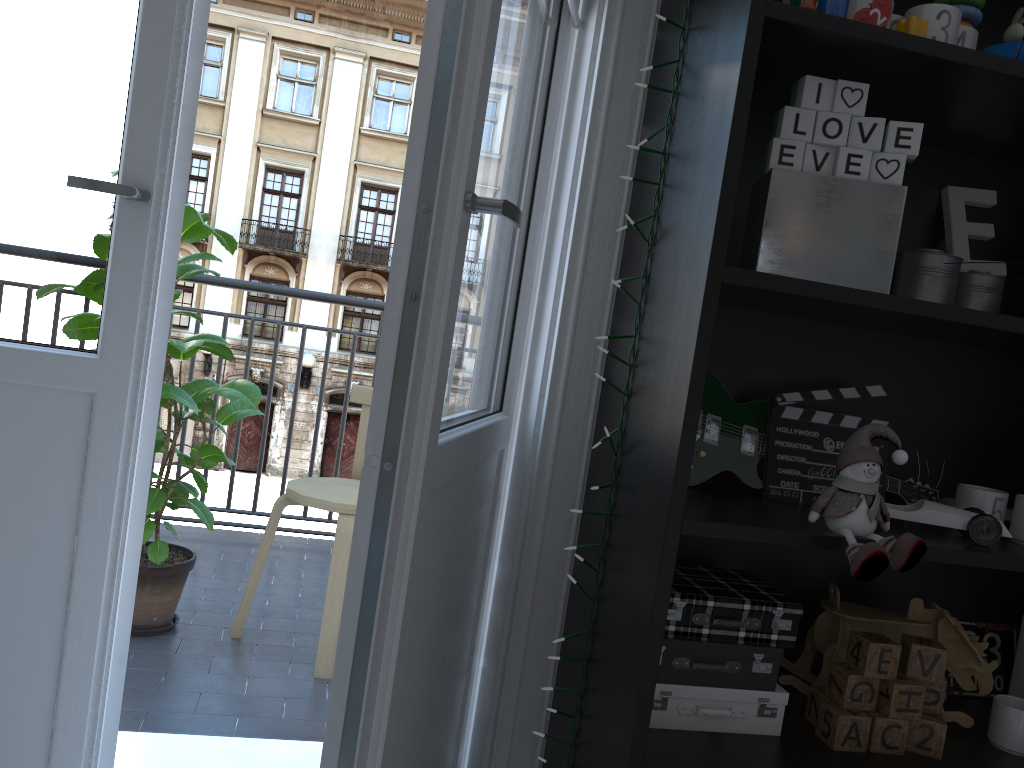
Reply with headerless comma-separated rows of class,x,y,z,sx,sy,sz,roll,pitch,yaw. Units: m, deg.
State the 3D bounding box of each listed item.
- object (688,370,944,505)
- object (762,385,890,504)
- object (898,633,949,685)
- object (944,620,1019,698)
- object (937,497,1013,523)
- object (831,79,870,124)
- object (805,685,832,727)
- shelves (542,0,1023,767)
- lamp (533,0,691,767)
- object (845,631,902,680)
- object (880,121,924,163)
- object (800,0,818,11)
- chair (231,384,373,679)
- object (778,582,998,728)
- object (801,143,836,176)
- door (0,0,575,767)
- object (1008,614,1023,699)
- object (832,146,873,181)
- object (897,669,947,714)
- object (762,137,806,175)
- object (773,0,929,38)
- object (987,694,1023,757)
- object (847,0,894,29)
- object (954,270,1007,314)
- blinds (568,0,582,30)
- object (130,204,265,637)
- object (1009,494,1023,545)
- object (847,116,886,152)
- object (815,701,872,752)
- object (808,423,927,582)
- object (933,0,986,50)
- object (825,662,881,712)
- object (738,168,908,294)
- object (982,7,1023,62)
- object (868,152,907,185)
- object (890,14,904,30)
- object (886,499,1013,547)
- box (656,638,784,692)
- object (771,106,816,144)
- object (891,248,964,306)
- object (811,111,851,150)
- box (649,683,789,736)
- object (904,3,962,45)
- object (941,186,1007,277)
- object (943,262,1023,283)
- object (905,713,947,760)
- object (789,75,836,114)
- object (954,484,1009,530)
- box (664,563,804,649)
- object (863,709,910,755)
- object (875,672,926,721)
object,0.438,0.111,1.385,0.542,0.239,0.093,8,3,-11
object,0.487,0.088,1.365,0.201,0.199,0.048,8,3,-12
object,0.580,0.388,1.254,0.050,0.050,0.050,9,3,8
object,0.708,0.458,1.498,0.347,0.120,0.034,8,3,-12
object,0.762,0.207,1.429,0.163,0.034,0.069,8,3,-12
object,0.421,-0.357,1.121,0.040,0.040,0.040,8,3,-2
object,0.461,0.470,1.279,0.050,0.050,0.050,8,3,-12
shelves,0.604,0.139,1.294,0.911,1.678,0.353,8,3,-12
lamp,0.568,0.127,1.350,0.985,1.685,0.095,8,3,-14
object,0.503,0.378,1.236,0.050,0.050,0.050,8,3,-12
object,0.491,-0.305,1.119,0.040,0.040,0.040,9,3,13
object,0.374,-0.536,1.118,0.105,0.203,0.072,8,3,-4
chair,-0.446,0.378,2.524,0.436,0.716,0.498,11,4,33
object,0.582,0.417,1.379,0.337,0.186,0.111,9,3,3
object,0.384,-0.281,1.135,0.040,0.040,0.040,8,3,-7
door,-0.535,-0.166,1.158,1.264,1.839,0.636,8,3,-10
object,0.924,0.460,1.360,0.132,0.199,0.267,8,3,-12
object,0.427,-0.274,1.125,0.040,0.040,0.040,9,3,3
object,0.583,0.438,1.272,0.050,0.050,0.050,8,3,-12
object,0.346,-0.287,1.130,0.040,0.040,0.040,9,3,3
object,0.393,-0.533,1.194,0.197,0.197,0.318,8,3,-15
object,0.739,0.501,1.301,0.067,0.067,0.067,9,3,2
object,0.449,-0.457,1.139,0.067,0.067,0.067,8,3,-11
object,0.750,-0.124,1.314,0.078,0.091,0.246,8,3,-17
blinds,0.096,-0.769,1.171,0.032,0.391,0.565,9,3,8
object,-0.995,0.042,2.416,0.720,1.225,0.489,8,3,-1
object,0.751,0.197,1.266,0.067,0.067,0.067,9,3,2
object,0.447,-0.312,1.122,0.040,0.040,0.040,10,3,18
object,0.456,0.472,1.223,0.050,0.050,0.050,8,3,-12
object,0.443,0.142,1.090,0.110,0.186,0.129,7,3,-24
object,0.598,-0.511,1.188,0.077,0.213,0.077,10,3,22
object,0.477,0.424,1.243,0.050,0.050,0.050,8,3,-12
object,0.401,-0.192,1.166,0.170,0.138,0.124,9,3,3
object,0.698,-0.452,1.212,0.121,0.126,0.087,6,4,-34
object,0.473,-0.267,1.122,0.040,0.040,0.040,10,3,18
object,0.493,-0.453,1.193,0.067,0.067,0.067,6,4,-37
object,0.568,0.182,1.237,0.230,0.048,0.098,9,3,13
box,0.246,0.369,1.264,0.216,0.062,0.179,8,3,-12
object,0.357,-0.326,1.127,0.040,0.040,0.040,8,3,-2
object,0.640,-0.152,1.375,0.095,0.111,0.095,8,3,-7
object,0.402,-0.319,1.124,0.040,0.040,0.040,9,3,8
box,0.255,0.432,1.271,0.216,0.062,0.179,8,3,-12
object,0.537,-0.444,1.142,0.067,0.067,0.067,8,3,-11
object,0.745,-0.244,1.431,0.107,0.151,0.055,8,3,-12
object,0.809,-0.120,1.292,0.368,0.106,0.349,8,3,-10
object,0.578,0.489,1.248,0.050,0.050,0.050,10,3,18
object,0.380,-0.363,1.124,0.040,0.040,0.040,8,3,-7
object,0.685,0.186,1.300,0.067,0.067,0.067,9,3,2
box,0.273,0.311,1.265,0.216,0.062,0.179,8,3,-12
object,0.513,0.480,1.234,0.050,0.050,0.050,8,3,-7
object,0.536,0.433,1.235,0.050,0.050,0.050,8,3,-12
